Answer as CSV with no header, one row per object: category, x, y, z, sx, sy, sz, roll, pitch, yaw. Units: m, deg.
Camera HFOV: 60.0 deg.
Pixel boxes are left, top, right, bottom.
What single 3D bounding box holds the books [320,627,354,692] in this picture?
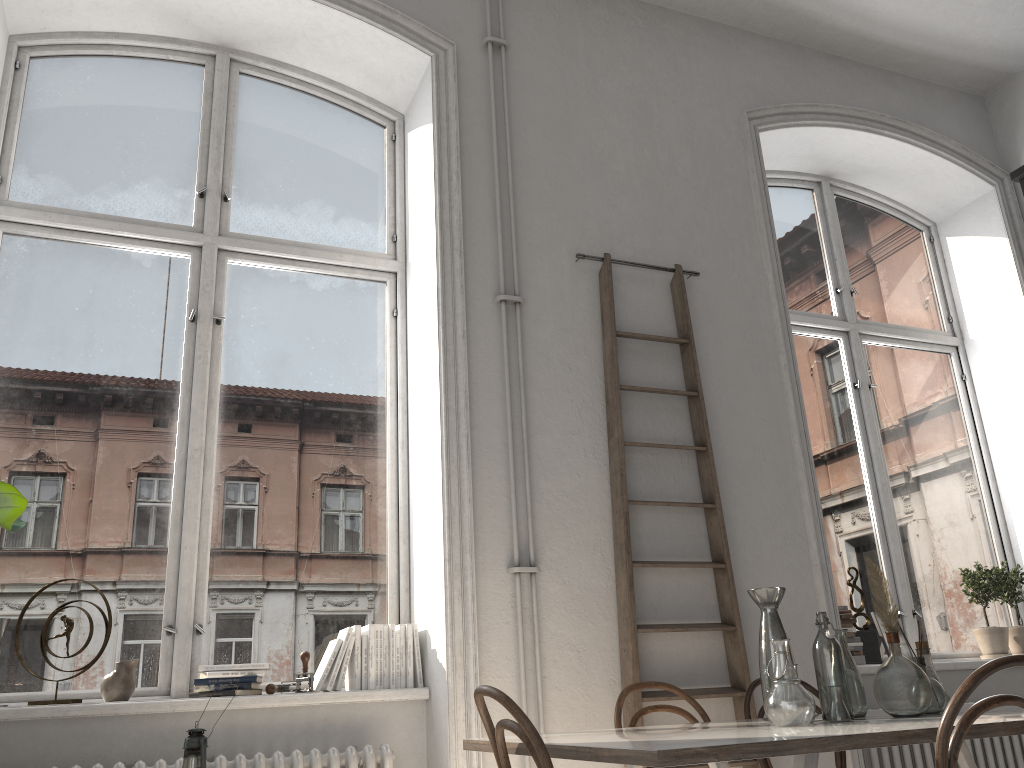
books,-0.686,1.073,3.449,0.100,0.234,0.175,5,-21,-22

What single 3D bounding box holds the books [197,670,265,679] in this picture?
books,-1.036,1.071,3.265,0.205,0.020,0.155,9,-23,-31

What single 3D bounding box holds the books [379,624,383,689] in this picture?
books,-0.542,1.089,3.525,0.019,0.243,0.175,5,-21,-22

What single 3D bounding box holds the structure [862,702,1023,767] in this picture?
structure,2.248,1.821,4.263,1.577,0.551,0.195,5,-21,-22

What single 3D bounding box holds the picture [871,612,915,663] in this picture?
picture,1.921,1.306,4.545,0.222,0.263,0.149,12,-24,-37

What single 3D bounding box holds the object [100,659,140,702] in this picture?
object,-1.382,1.044,3.120,0.102,0.142,0.100,-19,-25,39

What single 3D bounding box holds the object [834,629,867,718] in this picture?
object,1.004,0.875,2.683,0.100,0.254,0.098,-20,-26,40

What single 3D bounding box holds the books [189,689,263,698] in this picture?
books,-1.049,1.138,3.254,0.221,0.023,0.147,-12,-21,24

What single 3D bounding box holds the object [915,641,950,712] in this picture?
object,1.310,0.920,2.792,0.101,0.211,0.101,-8,-20,15

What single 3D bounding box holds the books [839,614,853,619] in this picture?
books,1.535,1.157,4.379,0.231,0.023,0.163,0,-20,-7

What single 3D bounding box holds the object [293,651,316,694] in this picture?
object,-0.777,1.082,3.331,0.088,0.152,0.048,-17,-23,34

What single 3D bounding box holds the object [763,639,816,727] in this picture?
object,0.729,0.794,2.360,0.132,0.219,0.132,9,-23,-32

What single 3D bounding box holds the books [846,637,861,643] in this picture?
books,1.547,1.264,4.349,0.245,0.028,0.194,7,-22,-27

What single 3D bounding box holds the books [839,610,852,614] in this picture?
books,1.547,1.138,4.391,0.205,0.020,0.155,5,-21,-22

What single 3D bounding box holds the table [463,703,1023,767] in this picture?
table,1.099,1.326,2.423,2.201,0.777,1.103,5,-21,-22

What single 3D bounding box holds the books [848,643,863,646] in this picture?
books,1.550,1.284,4.341,0.255,0.014,0.193,4,-21,-19

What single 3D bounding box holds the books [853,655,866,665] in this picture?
books,1.548,1.348,4.300,0.248,0.043,0.193,5,-21,-22

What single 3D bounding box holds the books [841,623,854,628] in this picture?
books,1.550,1.197,4.369,0.205,0.022,0.155,7,-22,-27

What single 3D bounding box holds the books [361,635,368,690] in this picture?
books,-0.594,1.097,3.482,0.020,0.204,0.155,5,-21,-22

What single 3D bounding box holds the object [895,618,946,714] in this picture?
object,1.244,0.853,2.701,0.107,0.283,0.107,7,-22,-27

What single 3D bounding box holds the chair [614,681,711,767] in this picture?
chair,0.621,1.402,2.771,0.438,0.918,0.550,6,-21,-24

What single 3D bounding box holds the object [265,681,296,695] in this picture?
object,-0.875,1.141,3.330,0.088,0.048,0.154,-9,-20,15

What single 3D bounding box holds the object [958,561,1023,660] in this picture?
object,2.664,1.232,4.855,0.500,0.522,0.234,10,-23,-32

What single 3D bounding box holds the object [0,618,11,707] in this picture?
object,-1.733,0.939,2.987,0.095,0.288,0.095,-3,-19,-1

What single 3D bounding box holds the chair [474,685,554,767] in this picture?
chair,0.203,1.172,2.060,0.549,0.918,0.439,2,-20,-14

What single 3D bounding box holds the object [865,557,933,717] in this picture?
object,1.114,0.737,2.596,0.157,0.445,0.157,-1,-19,-5

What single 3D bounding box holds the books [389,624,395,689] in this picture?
books,-0.496,1.087,3.526,0.019,0.243,0.175,5,-21,-22

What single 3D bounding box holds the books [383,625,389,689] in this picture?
books,-0.524,1.093,3.538,0.024,0.242,0.175,5,-21,-22

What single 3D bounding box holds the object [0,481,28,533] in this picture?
object,0.739,0.951,2.899,5.828,1.837,0.794,3,-20,-17

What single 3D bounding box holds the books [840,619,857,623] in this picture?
books,1.544,1.178,4.375,0.244,0.019,0.175,5,-21,-22

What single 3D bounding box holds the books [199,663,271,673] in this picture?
books,-1.027,1.056,3.298,0.244,0.019,0.175,1,-20,-13

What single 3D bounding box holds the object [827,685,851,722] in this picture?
object,0.895,0.879,2.439,0.058,0.093,0.059,-5,-19,5

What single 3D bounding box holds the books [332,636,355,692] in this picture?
books,-0.662,1.091,3.454,0.072,0.202,0.155,5,-21,-22

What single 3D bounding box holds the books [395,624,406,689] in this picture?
books,-0.463,1.099,3.562,0.024,0.242,0.175,5,-21,-22

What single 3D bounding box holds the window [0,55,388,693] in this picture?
window,-1.330,-0.189,3.825,1.623,2.835,0.013,5,-21,-22

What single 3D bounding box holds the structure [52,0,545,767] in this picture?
structure,0.484,-0.008,4.082,5.183,4.462,0.341,5,-21,-22

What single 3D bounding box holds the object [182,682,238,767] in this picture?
object,-0.941,1.113,2.708,0.155,0.382,0.164,-19,-25,38

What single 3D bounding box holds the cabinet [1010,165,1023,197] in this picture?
cabinet,3.656,-0.046,3.124,0.635,3.573,3.258,5,-21,-22

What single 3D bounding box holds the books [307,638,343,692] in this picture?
books,-0.723,1.090,3.431,0.105,0.193,0.155,5,-21,-23

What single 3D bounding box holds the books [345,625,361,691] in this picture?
books,-0.627,1.084,3.496,0.024,0.242,0.175,5,-21,-22

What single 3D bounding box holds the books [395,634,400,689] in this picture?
books,-0.475,1.108,3.530,0.020,0.204,0.155,5,-21,-22

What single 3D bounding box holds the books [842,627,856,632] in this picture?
books,1.552,1.220,4.368,0.222,0.023,0.158,5,-21,-22

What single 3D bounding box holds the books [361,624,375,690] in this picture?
books,-0.571,1.078,3.487,0.024,0.242,0.175,5,-21,-22

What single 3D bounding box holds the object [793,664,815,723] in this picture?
object,0.801,0.876,2.508,0.083,0.157,0.084,7,-21,-26

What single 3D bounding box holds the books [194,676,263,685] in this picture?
books,-1.042,1.095,3.267,0.221,0.023,0.148,-1,-20,-7

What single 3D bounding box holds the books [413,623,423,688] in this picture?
books,-0.402,1.096,3.565,0.040,0.243,0.175,5,-21,-22

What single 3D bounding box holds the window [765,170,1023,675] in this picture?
window,6.508,-2.467,11.568,14.389,15.893,26.462,5,-21,-22

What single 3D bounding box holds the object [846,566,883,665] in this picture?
object,1.757,1.165,4.478,0.122,0.487,0.102,-3,-19,1

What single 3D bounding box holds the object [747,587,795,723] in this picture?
object,0.791,0.810,2.659,0.116,0.382,0.116,1,-20,-11

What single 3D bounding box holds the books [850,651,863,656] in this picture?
books,1.549,1.317,4.310,0.250,0.023,0.176,7,-22,-26

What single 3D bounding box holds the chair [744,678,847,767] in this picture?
chair,1.121,1.476,3.054,0.438,0.918,0.550,2,-20,-15

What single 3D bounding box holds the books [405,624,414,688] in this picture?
books,-0.432,1.094,3.555,0.024,0.242,0.175,5,-21,-22

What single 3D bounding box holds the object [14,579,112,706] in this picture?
object,-1.568,0.897,3.098,0.347,0.424,0.087,-6,-19,9

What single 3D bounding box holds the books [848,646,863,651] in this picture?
books,1.548,1.296,4.318,0.249,0.023,0.175,5,-21,-21

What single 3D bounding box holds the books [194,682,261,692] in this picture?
books,-1.043,1.116,3.261,0.205,0.022,0.155,-2,-20,-3

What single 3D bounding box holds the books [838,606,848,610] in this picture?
books,1.537,1.120,4.404,0.201,0.024,0.159,9,-23,-31

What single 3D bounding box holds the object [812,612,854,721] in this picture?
object,0.926,0.819,2.585,0.086,0.300,0.086,11,-24,-35

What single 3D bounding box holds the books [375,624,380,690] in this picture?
books,-0.554,1.082,3.503,0.019,0.243,0.175,5,-21,-22

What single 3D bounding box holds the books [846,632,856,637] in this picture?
books,1.552,1.240,4.355,0.205,0.022,0.155,0,-20,-9

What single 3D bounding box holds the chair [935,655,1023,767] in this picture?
chair,0.972,1.093,1.953,0.438,0.918,0.550,7,-22,-26
